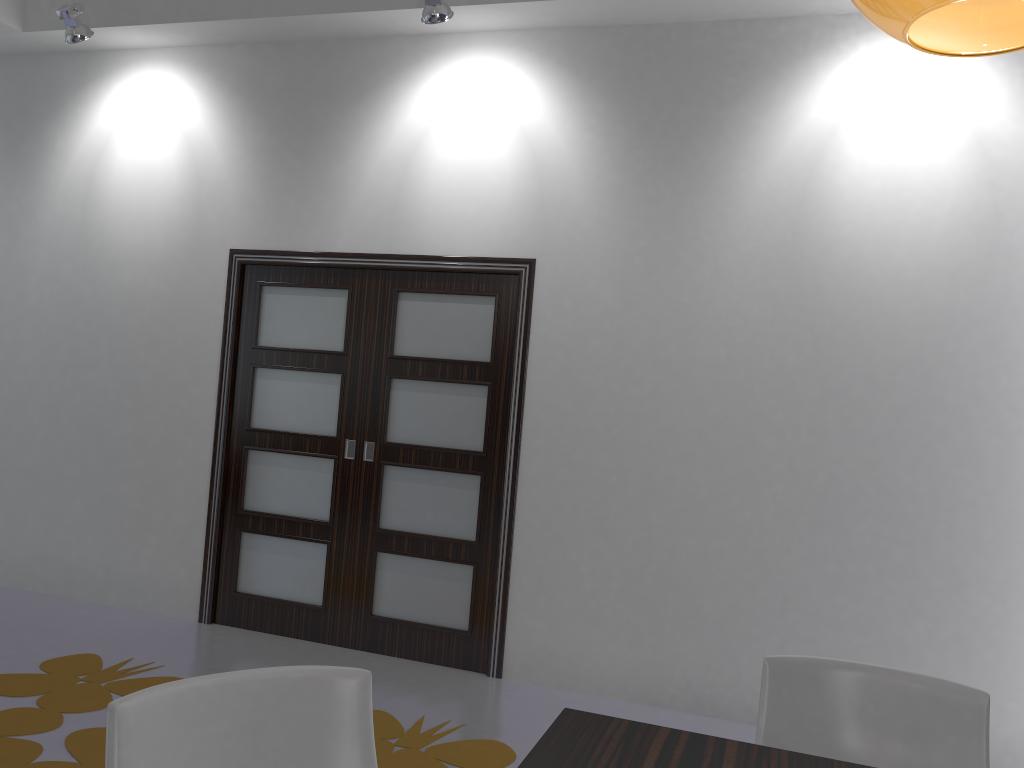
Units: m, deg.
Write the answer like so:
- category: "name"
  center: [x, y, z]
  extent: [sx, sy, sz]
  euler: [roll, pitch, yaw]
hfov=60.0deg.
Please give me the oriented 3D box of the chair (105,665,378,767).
- category: "chair"
  center: [-0.406, 0.980, 1.528]
  extent: [0.508, 0.805, 0.620]
  euler: [5, -1, -37]

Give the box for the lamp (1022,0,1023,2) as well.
- category: "lamp"
  center: [0.347, -1.089, 0.238]
  extent: [0.358, 1.974, 0.359]
  euler: [4, -1, 23]

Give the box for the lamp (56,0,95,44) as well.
- category: "lamp"
  center: [-2.227, -1.992, 4.545]
  extent: [0.150, 0.511, 0.185]
  euler: [4, -1, 18]

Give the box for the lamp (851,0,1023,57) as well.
- category: "lamp"
  center: [0.607, -1.225, 1.020]
  extent: [0.359, 1.645, 0.358]
  euler: [4, -1, 29]

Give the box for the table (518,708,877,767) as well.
- category: "table"
  center: [0.295, 1.039, 0.614]
  extent: [1.127, 0.783, 2.046]
  euler: [4, -1, 18]

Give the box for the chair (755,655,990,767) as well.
- category: "chair"
  center: [0.766, 1.079, 1.918]
  extent: [0.508, 0.805, 0.620]
  euler: [4, -1, 18]

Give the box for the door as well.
- category: "door"
  center: [-0.772, 0.350, 4.708]
  extent: [1.764, 2.061, 0.220]
  euler: [4, -1, 18]

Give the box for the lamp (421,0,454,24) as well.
- category: "lamp"
  center: [-0.329, -1.843, 3.933]
  extent: [0.150, 0.511, 0.185]
  euler: [4, -1, 18]
